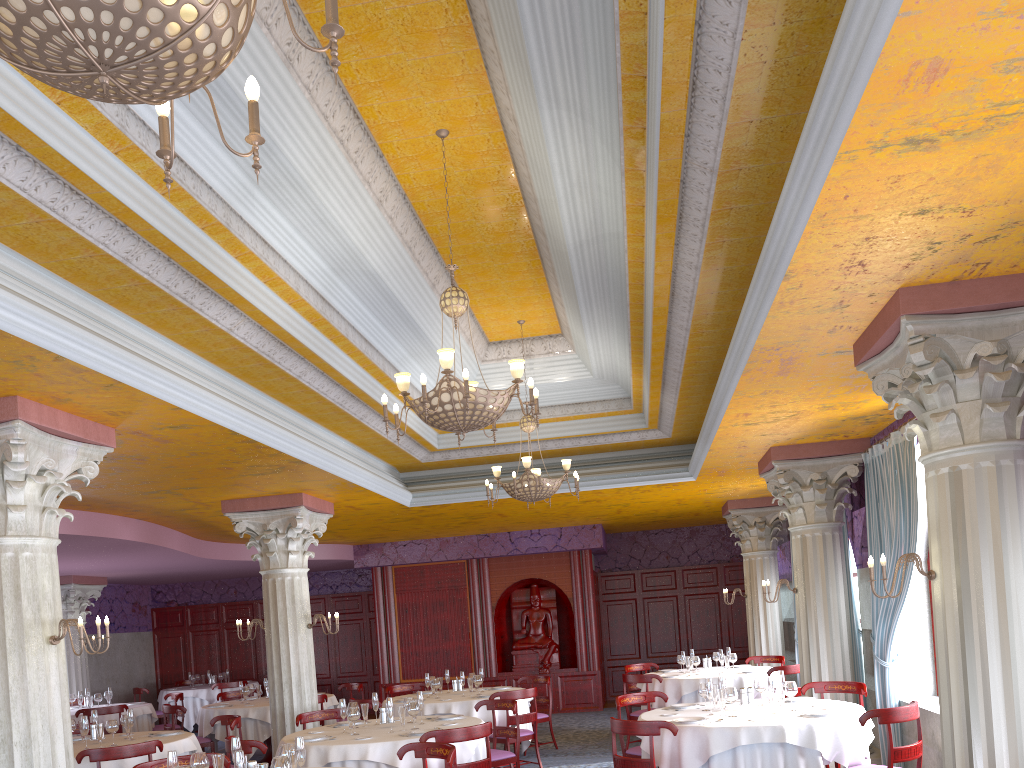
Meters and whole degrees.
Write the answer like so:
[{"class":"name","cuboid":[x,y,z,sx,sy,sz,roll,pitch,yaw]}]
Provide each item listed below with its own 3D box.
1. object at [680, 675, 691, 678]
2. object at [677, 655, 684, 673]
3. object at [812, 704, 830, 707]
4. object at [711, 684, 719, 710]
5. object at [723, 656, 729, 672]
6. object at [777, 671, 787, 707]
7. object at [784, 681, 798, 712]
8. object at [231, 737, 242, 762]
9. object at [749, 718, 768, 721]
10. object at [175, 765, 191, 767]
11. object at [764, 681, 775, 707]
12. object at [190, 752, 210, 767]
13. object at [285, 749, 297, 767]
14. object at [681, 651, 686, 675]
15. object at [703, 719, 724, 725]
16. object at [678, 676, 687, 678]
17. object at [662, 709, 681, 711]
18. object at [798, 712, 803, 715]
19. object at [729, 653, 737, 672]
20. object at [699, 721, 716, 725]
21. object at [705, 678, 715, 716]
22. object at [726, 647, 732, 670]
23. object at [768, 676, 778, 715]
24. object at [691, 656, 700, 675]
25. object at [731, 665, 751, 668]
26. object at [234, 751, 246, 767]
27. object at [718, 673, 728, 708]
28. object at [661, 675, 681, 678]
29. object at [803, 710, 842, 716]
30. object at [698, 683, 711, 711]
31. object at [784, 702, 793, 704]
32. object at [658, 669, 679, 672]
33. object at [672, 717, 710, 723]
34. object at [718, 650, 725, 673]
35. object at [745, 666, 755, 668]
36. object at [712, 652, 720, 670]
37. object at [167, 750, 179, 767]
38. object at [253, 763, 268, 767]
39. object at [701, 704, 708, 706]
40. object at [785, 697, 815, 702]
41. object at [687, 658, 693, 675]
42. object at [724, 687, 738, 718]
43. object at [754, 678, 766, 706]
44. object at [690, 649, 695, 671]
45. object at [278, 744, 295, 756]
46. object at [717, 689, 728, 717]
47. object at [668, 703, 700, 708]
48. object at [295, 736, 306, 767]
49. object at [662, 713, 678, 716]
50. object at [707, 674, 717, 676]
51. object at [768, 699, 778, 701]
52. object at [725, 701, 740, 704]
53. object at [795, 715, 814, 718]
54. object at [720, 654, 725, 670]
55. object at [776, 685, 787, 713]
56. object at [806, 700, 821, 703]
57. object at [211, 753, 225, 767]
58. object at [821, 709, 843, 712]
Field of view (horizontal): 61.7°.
[{"class":"object","cuboid":[2.396,4.072,11.921,0.257,0.019,0.056,6,-17,-32]},{"class":"object","cuboid":[2.519,4.168,12.752,0.123,0.261,0.123,-5,-3,22]},{"class":"object","cuboid":[2.796,2.911,7.747,0.159,0.009,0.164,5,-18,-31]},{"class":"object","cuboid":[1.912,2.951,8.075,0.086,0.235,0.086,-5,-2,10]},{"class":"object","cuboid":[3.075,4.004,12.247,0.085,0.235,0.087,-4,-2,-12]},{"class":"object","cuboid":[2.497,2.819,7.923,0.074,0.332,0.074,-4,-1,-1]},{"class":"object","cuboid":[2.466,2.761,7.570,0.122,0.261,0.124,-3,-3,-23]},{"class":"object","cuboid":[-1.856,2.551,5.784,0.075,0.332,0.073,-5,-1,44]},{"class":"object","cuboid":[2.058,2.800,7.143,0.159,0.009,0.163,9,-20,-40]},{"class":"object","cuboid":[-1.951,2.405,5.091,0.122,0.261,0.124,-4,-3,-1]},{"class":"object","cuboid":[2.418,2.900,8.021,0.087,0.235,0.085,-5,-2,33]},{"class":"object","cuboid":[-2.055,2.564,5.646,0.123,0.261,0.123,-5,-3,22]},{"class":"object","cuboid":[-1.446,2.533,5.647,0.085,0.235,0.087,-3,-2,-34]},{"class":"object","cuboid":[2.484,4.039,12.399,0.075,0.332,0.073,-5,-1,44]},{"class":"object","cuboid":[1.685,2.834,7.188,0.257,0.019,0.056,6,-17,-32]},{"class":"object","cuboid":[2.372,4.090,11.950,0.254,0.003,0.023,8,-19,-37]},{"class":"object","cuboid":[1.542,3.135,8.256,0.054,0.019,0.265,4,-17,-31]},{"class":"object","cuboid":[2.458,2.819,7.320,0.139,0.010,0.030,6,-17,-34]},{"class":"object","cuboid":[3.177,3.998,12.302,0.123,0.261,0.123,-5,-3,22]},{"class":"object","cuboid":[1.661,2.852,7.218,0.254,0.003,0.023,8,-19,-37]},{"class":"object","cuboid":[1.773,2.802,7.667,0.074,0.332,0.074,-5,-1,22]},{"class":"object","cuboid":[3.208,4.056,12.655,0.075,0.332,0.073,-5,-1,44]},{"class":"object","cuboid":[2.262,2.702,7.432,0.075,0.332,0.073,-5,-1,44]},{"class":"object","cuboid":[2.624,4.009,12.197,0.122,0.261,0.124,-3,-3,-23]},{"class":"object","cuboid":[3.470,4.282,12.985,0.314,0.024,0.323,-6,-15,8]},{"class":"object","cuboid":[-1.601,2.335,5.058,0.075,0.332,0.073,-5,-1,44]},{"class":"object","cuboid":[2.007,2.918,8.158,0.073,0.332,0.075,-4,-1,-23]},{"class":"object","cuboid":[2.244,4.121,12.068,0.314,0.024,0.323,-6,-15,8]},{"class":"object","cuboid":[2.603,2.763,7.180,0.314,0.024,0.323,-6,-15,8]},{"class":"object","cuboid":[1.808,2.931,8.020,0.123,0.261,0.123,-5,-3,22]},{"class":"object","cuboid":[2.620,3.021,8.107,0.029,0.010,0.143,5,-17,-33]},{"class":"object","cuboid":[2.400,4.401,13.141,0.314,0.024,0.323,-6,-15,8]},{"class":"object","cuboid":[1.533,2.883,7.336,0.314,0.024,0.323,-6,-15,8]},{"class":"object","cuboid":[2.973,3.940,12.164,0.075,0.332,0.073,-5,-1,44]},{"class":"object","cuboid":[3.561,4.237,12.825,0.233,0.013,0.028,7,-17,-36]},{"class":"object","cuboid":[3.073,4.157,12.857,0.122,0.261,0.124,-4,-3,-1]},{"class":"object","cuboid":[-2.091,2.435,5.293,0.075,0.332,0.073,-5,-1,44]},{"class":"object","cuboid":[-1.499,2.399,5.141,0.085,0.235,0.087,-4,-2,-12]},{"class":"object","cuboid":[1.849,3.183,8.500,0.027,0.013,0.239,5,-17,-35]},{"class":"object","cuboid":[2.759,3.044,8.253,0.314,0.024,0.323,-6,-15,8]},{"class":"object","cuboid":[2.570,4.055,12.301,0.085,0.235,0.087,-4,-2,-12]},{"class":"object","cuboid":[1.913,2.772,7.465,0.122,0.261,0.124,-3,-3,-23]},{"class":"object","cuboid":[2.362,2.919,8.125,0.122,0.261,0.124,-4,-3,-1]},{"class":"object","cuboid":[2.718,4.156,12.890,0.075,0.332,0.073,-5,-1,44]},{"class":"object","cuboid":[-1.502,2.552,5.751,0.123,0.261,0.123,-5,-3,22]},{"class":"object","cuboid":[1.859,2.817,7.568,0.087,0.235,0.085,-5,-2,33]},{"class":"object","cuboid":[1.689,3.164,8.409,0.312,0.024,0.325,2,-16,-21]},{"class":"object","cuboid":[-1.366,2.452,5.549,0.075,0.332,0.073,-5,-1,44]},{"class":"object","cuboid":[1.455,3.045,7.883,0.159,0.009,0.164,-6,-15,8]},{"class":"object","cuboid":[2.769,4.038,11.875,0.159,0.009,0.163,9,-20,-40]},{"class":"object","cuboid":[2.607,3.097,8.400,0.257,0.019,0.056,6,-17,-32]},{"class":"object","cuboid":[2.194,3.157,8.487,0.162,0.009,0.160,-16,-19,36]},{"class":"object","cuboid":[2.444,2.756,7.088,0.027,0.013,0.239,5,-17,-35]},{"class":"object","cuboid":[3.129,4.138,12.754,0.087,0.235,0.085,-5,-2,33]},{"class":"object","cuboid":[2.364,2.766,7.515,0.085,0.235,0.087,-4,-2,-12]},{"class":"object","cuboid":[2.850,3.000,8.093,0.233,0.013,0.028,7,-17,-36]},{"class":"object","cuboid":[-1.951,2.584,5.701,0.086,0.235,0.086,-5,-2,10]},{"class":"object","cuboid":[2.750,2.796,7.333,0.054,0.019,0.265,4,-17,-31]}]
